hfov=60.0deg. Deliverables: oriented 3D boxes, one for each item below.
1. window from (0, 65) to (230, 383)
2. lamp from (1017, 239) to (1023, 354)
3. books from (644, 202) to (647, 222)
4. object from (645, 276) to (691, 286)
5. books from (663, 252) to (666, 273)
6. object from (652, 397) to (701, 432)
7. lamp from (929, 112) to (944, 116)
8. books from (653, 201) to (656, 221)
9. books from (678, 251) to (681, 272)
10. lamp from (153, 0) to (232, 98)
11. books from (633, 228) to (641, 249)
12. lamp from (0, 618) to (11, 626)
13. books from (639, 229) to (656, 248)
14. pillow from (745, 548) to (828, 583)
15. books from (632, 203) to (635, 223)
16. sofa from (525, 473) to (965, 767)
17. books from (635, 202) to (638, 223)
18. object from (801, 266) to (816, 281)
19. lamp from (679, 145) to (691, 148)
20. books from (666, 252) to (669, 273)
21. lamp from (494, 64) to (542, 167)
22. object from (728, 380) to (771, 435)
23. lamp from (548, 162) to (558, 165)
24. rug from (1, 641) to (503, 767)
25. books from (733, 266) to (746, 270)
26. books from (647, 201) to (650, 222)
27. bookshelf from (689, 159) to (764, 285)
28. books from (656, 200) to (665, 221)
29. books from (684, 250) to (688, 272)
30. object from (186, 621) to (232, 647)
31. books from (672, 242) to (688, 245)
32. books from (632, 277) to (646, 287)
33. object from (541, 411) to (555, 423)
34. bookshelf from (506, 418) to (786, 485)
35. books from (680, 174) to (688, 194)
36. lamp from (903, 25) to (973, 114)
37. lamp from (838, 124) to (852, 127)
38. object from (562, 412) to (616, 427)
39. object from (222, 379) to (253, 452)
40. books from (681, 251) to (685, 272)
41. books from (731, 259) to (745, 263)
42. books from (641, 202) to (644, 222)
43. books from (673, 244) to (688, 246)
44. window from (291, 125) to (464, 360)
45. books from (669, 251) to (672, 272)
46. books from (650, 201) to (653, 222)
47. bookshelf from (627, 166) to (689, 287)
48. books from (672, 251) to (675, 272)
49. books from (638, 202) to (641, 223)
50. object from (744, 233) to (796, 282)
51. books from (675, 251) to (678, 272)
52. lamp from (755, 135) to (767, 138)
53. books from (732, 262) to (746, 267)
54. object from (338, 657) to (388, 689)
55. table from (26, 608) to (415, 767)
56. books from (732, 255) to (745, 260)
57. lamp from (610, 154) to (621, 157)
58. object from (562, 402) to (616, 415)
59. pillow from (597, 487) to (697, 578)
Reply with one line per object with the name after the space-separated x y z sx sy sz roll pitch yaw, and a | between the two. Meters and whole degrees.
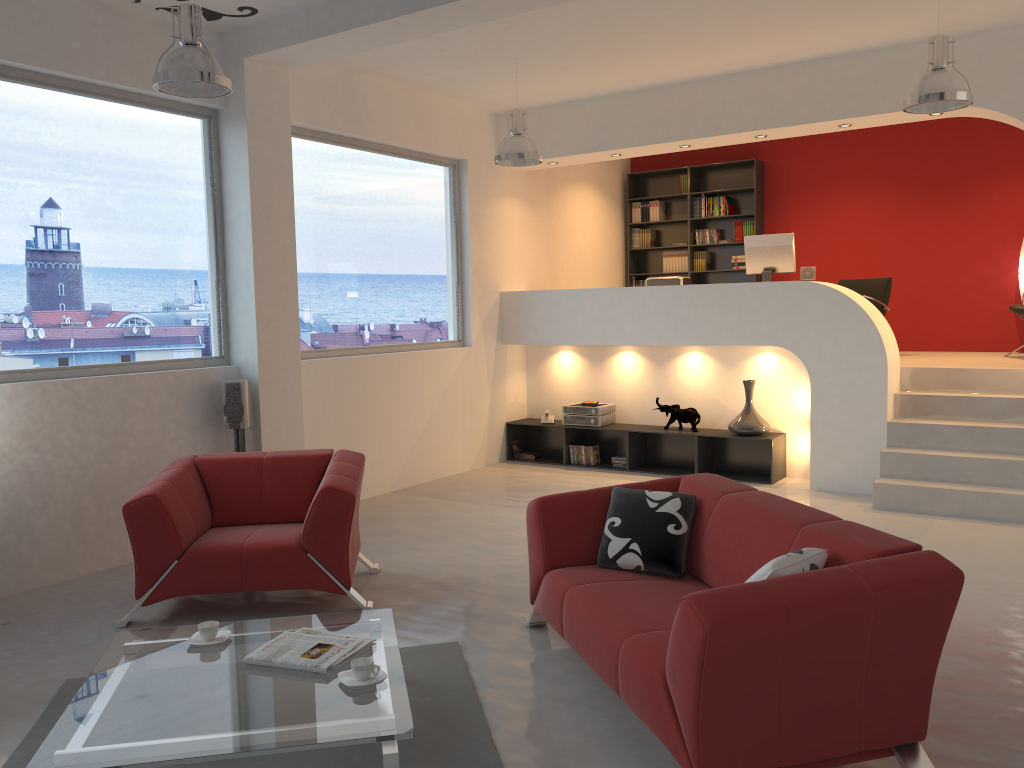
-2.759 -0.933 5.341 0.100 1.800 2.400 2 6 34 | window
5.173 -0.978 8.821 0.237 1.349 0.237 3 6 42 | lamp
1.712 -2.148 11.130 0.040 0.260 0.200 2 6 34 | books
1.584 -0.947 8.747 0.397 0.217 0.458 2 6 34 | object
1.937 -1.511 11.042 0.040 0.260 0.200 2 6 34 | books
1.552 0.280 8.317 0.191 0.296 0.507 -5 6 -40 | object
3.297 -2.099 6.891 0.105 0.011 0.105 1 5 23 | lamp
1.813 -2.145 11.062 0.040 0.260 0.200 2 6 34 | books
2.105 -1.505 10.929 0.040 0.260 0.200 2 6 34 | books
-1.630 -1.896 4.477 0.379 0.800 0.379 -4 5 -27 | lamp
1.610 -1.836 11.244 0.090 0.256 0.181 2 6 34 | books
-2.798 0.355 4.470 0.313 1.779 0.313 1 5 26 | lamp
1.710 -1.824 11.177 0.146 0.240 0.170 2 6 34 | books
0.881 0.736 3.042 0.288 0.343 0.402 3 6 41 | pillow
1.577 -2.152 11.220 0.040 0.260 0.200 2 6 34 | books
0.741 0.874 3.550 0.951 0.738 1.929 -3 5 -16 | sofa
1.611 -2.151 11.198 0.040 0.260 0.200 2 6 34 | books
2.666 -0.981 7.978 0.133 0.147 0.151 0 5 17 | object
1.569 -2.157 8.050 0.105 0.011 0.105 1 5 23 | lamp
1.971 -1.510 11.019 0.040 0.260 0.200 2 6 34 | books
0.042 -2.141 6.956 0.379 0.800 0.379 -1 5 5 | lamp
2.113 0.209 7.903 0.369 0.481 0.369 -1 5 -1 | object
0.407 -2.195 8.829 0.105 0.011 0.105 2 6 38 | lamp
-0.922 1.311 3.152 1.700 0.025 1.700 -2 5 -11 | rug
2.776 -1.372 10.474 0.260 0.040 0.200 2 6 35 | books
1.745 -2.147 11.108 0.040 0.260 0.200 2 6 34 | books
2.558 -1.500 10.585 0.816 2.213 0.305 2 6 34 | bookshelf
1.847 -2.143 11.040 0.040 0.260 0.200 2 6 34 | books
2.173 -1.503 10.883 0.040 0.260 0.200 2 6 34 | books
-1.178 0.968 3.449 0.153 0.069 0.153 -1 5 0 | object
2.087 -1.730 10.943 0.190 0.015 0.135 2 6 34 | books
1.714 -1.215 11.207 0.341 0.286 0.231 2 6 34 | books
0.365 0.331 8.994 0.130 0.117 0.146 -1 5 9 | object
1.201 0.616 8.557 2.764 0.397 0.405 2 6 34 | bookshelf
2.149 -2.424 10.822 0.146 0.240 0.170 2 6 34 | books
2.540 -2.058 5.280 0.379 0.800 0.379 -1 5 5 | lamp
2.732 -2.118 7.270 0.105 0.011 0.105 1 5 23 | lamp
0.762 0.345 8.823 0.430 0.100 0.365 2 6 34 | object
-1.883 0.529 6.151 0.214 1.112 0.229 -1 5 -1 | object
2.139 -1.504 10.906 0.040 0.260 0.200 2 6 34 | books
2.753 -1.452 10.477 0.260 0.040 0.200 2 6 33 | books
1.678 -2.149 11.153 0.040 0.260 0.200 2 6 34 | books
2.102 -1.715 10.934 0.190 0.015 0.135 2 6 34 | books
-1.199 -1.163 7.655 0.100 1.800 2.400 2 6 34 | window
2.004 -1.509 10.996 0.040 0.260 0.200 2 6 34 | books
1.780 -2.146 11.085 0.040 0.260 0.200 2 6 34 | books
1.880 -1.522 11.039 0.816 2.213 0.305 2 6 34 | bookshelf
2.038 -1.508 10.974 0.040 0.260 0.200 2 6 34 | books
1.645 -2.150 11.175 0.040 0.260 0.200 2 6 34 | books
2.361 -1.137 8.107 0.458 0.452 0.230 2 6 34 | object
2.071 -1.506 10.951 0.040 0.260 0.200 2 6 34 | books
2.150 -2.137 7.660 0.105 0.011 0.105 1 5 23 | lamp
2.758 -1.412 10.478 0.260 0.040 0.200 2 6 34 | books
-0.514 0.987 3.048 0.153 0.069 0.153 -4 5 -29 | object
-0.937 1.167 3.138 1.097 0.286 1.162 -2 5 -11 | table
2.756 -1.491 10.461 0.260 0.040 0.200 2 6 34 | books
0.988 -2.176 8.440 0.105 0.011 0.105 1 5 23 | lamp
0.764 0.246 8.821 0.430 0.077 0.349 2 6 34 | object
0.609 0.662 3.999 0.402 0.343 0.288 1 5 26 | pillow
